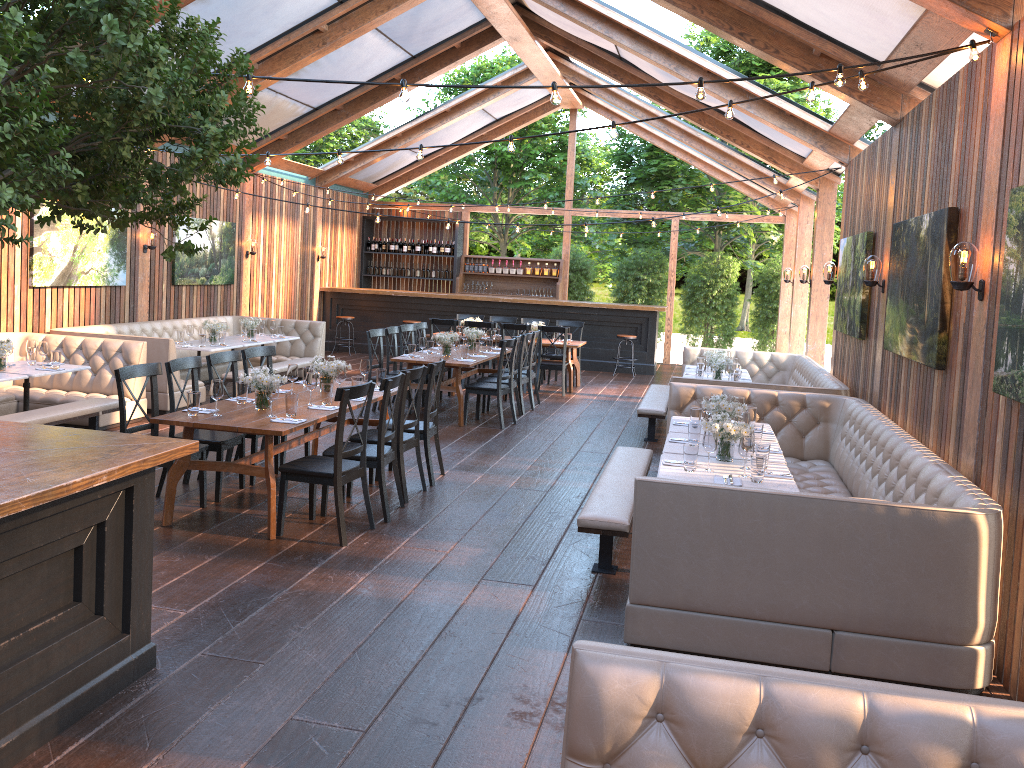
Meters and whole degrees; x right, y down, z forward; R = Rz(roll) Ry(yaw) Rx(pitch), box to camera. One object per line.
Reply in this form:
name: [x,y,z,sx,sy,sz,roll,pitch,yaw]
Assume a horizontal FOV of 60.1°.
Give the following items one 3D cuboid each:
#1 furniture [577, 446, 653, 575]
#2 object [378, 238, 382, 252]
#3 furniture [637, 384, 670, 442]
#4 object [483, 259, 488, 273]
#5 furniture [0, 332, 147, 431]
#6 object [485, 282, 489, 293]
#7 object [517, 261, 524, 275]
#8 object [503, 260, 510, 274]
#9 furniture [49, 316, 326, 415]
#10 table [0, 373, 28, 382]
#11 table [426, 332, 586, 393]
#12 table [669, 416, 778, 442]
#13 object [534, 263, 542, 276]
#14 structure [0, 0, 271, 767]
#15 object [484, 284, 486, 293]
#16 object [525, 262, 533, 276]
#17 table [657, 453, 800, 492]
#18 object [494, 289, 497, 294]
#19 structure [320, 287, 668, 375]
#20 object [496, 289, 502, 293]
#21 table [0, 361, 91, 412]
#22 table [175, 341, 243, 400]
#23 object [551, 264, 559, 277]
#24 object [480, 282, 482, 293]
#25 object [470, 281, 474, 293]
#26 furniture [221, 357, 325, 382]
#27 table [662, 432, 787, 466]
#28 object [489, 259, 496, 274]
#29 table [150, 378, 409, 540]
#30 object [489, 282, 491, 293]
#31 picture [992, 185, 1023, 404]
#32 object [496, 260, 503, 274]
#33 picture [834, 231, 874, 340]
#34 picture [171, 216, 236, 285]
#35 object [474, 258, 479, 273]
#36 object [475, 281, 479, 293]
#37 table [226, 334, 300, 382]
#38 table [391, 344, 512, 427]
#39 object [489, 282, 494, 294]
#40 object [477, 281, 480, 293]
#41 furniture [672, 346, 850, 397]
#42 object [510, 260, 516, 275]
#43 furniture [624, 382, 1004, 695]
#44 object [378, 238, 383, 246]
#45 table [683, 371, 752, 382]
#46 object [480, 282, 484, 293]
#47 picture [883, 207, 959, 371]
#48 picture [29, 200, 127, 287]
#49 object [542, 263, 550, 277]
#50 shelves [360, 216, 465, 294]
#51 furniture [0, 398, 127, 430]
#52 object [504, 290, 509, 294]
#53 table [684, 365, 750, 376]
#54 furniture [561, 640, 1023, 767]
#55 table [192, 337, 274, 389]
furniture: [0.776,0.851,6.345,0.313,0.397,2.340,4,7,12]
object: [-2.913,-3.067,19.540,0.077,0.308,0.078,2,4,-9]
furniture: [1.755,0.330,10.752,0.313,0.397,2.340,4,7,12]
object: [-0.575,-2.586,19.378,0.094,0.317,0.095,5,4,22]
furniture: [-5.180,0.141,7.637,1.711,0.855,4.179,4,7,12]
object: [-0.553,-2.098,19.272,0.092,0.243,0.093,2,4,-13]
object: [0.181,-2.521,19.216,0.138,0.309,0.138,4,4,17]
object: [-0.123,-2.544,19.268,0.138,0.309,0.138,4,4,17]
furniture: [-4.200,-0.380,12.047,1.711,0.855,4.179,4,7,12]
table: [-4.756,0.269,7.548,0.799,0.669,0.802,4,6,12]
table: [-0.106,-0.364,14.080,2.432,0.726,0.955,5,6,12]
table: [1.632,0.675,6.985,0.799,0.669,0.802,4,6,11]
object: [0.561,-2.480,19.146,0.176,0.287,0.110,4,4,17]
structure: [-2.406,-0.562,3.208,2.719,3.680,2.861,5,5,21]
object: [-0.565,-2.114,19.389,0.092,0.243,0.093,2,4,-13]
object: [0.366,-2.493,19.166,0.176,0.287,0.110,4,4,7]
table: [1.279,0.863,5.394,0.799,0.669,0.802,4,6,11]
object: [-0.342,-2.022,19.343,0.124,0.096,0.124,6,6,23]
structure: [-0.443,-1.080,17.351,6.807,1.270,0.860,5,5,12]
object: [-0.277,-2.000,19.199,0.124,0.096,0.124,6,6,23]
table: [-4.580,0.175,8.344,0.799,0.669,0.802,4,6,11]
table: [-3.955,-0.157,11.159,0.799,0.669,0.802,4,6,11]
object: [0.930,-2.450,19.060,0.176,0.287,0.110,4,4,17]
object: [-0.661,-2.121,19.404,0.092,0.243,0.092,6,5,32]
object: [-0.868,-2.125,19.350,0.092,0.243,0.092,6,5,32]
furniture: [-3.130,-0.063,11.820,0.313,0.397,2.340,4,7,12]
table: [1.455,0.769,6.190,0.799,0.669,0.802,4,6,12]
object: [-0.429,-2.570,19.345,0.138,0.309,0.138,4,4,17]
table: [-1.671,0.484,6.915,0.951,0.726,2.443,4,7,12]
object: [-0.465,-2.107,19.371,0.092,0.243,0.093,2,4,-13]
picture: [2.239,-0.358,3.523,0.065,0.993,1.658,4,6,12]
object: [-0.277,-2.557,19.307,0.138,0.309,0.138,4,4,12]
picture: [3.425,-0.996,8.921,0.065,0.993,1.658,4,6,12]
picture: [-4.674,-2.013,13.502,0.065,0.993,1.658,4,6,12]
object: [-0.772,-2.605,19.439,0.094,0.317,0.095,4,4,7]
object: [-0.759,-2.115,19.319,0.092,0.243,0.092,6,5,32]
table: [-3.601,-0.345,12.750,0.799,0.669,0.802,4,6,11]
table: [-0.695,-0.036,11.314,0.951,0.726,2.443,4,7,12]
object: [-0.448,-2.091,19.258,0.092,0.243,0.093,2,4,-13]
object: [-0.759,-2.132,19.445,0.092,0.243,0.092,6,5,32]
furniture: [2.820,0.185,10.518,1.711,0.855,4.179,4,7,12]
object: [0.022,-2.531,19.229,0.138,0.309,0.139,3,4,7]
furniture: [1.839,0.707,6.098,1.711,0.855,4.179,4,7,12]
object: [-2.948,-3.088,19.680,0.136,0.314,0.137,1,5,-26]
table: [2.434,0.249,10.596,0.799,0.669,0.802,4,6,12]
object: [-0.650,-2.108,19.304,0.092,0.243,0.093,2,4,-13]
picture: [2.827,-0.674,6.199,0.065,0.993,1.658,4,6,12]
picture: [-5.262,-1.696,10.826,0.065,0.993,1.658,4,6,12]
object: [0.740,-2.460,19.066,0.176,0.287,0.110,4,4,7]
shelves: [-2.242,-2.247,19.615,2.204,2.817,0.503,4,4,12]
furniture: [-4.109,0.457,7.413,0.313,0.397,2.340,4,7,12]
object: [-0.119,-1.995,19.222,0.124,0.096,0.124,3,6,1]
table: [2.610,0.155,11.392,0.799,0.669,0.802,4,6,11]
furniture: [0.529,1.404,0.199,1.711,0.855,4.179,4,7,12]
table: [-3.778,-0.251,11.955,0.799,0.669,0.802,4,6,12]
